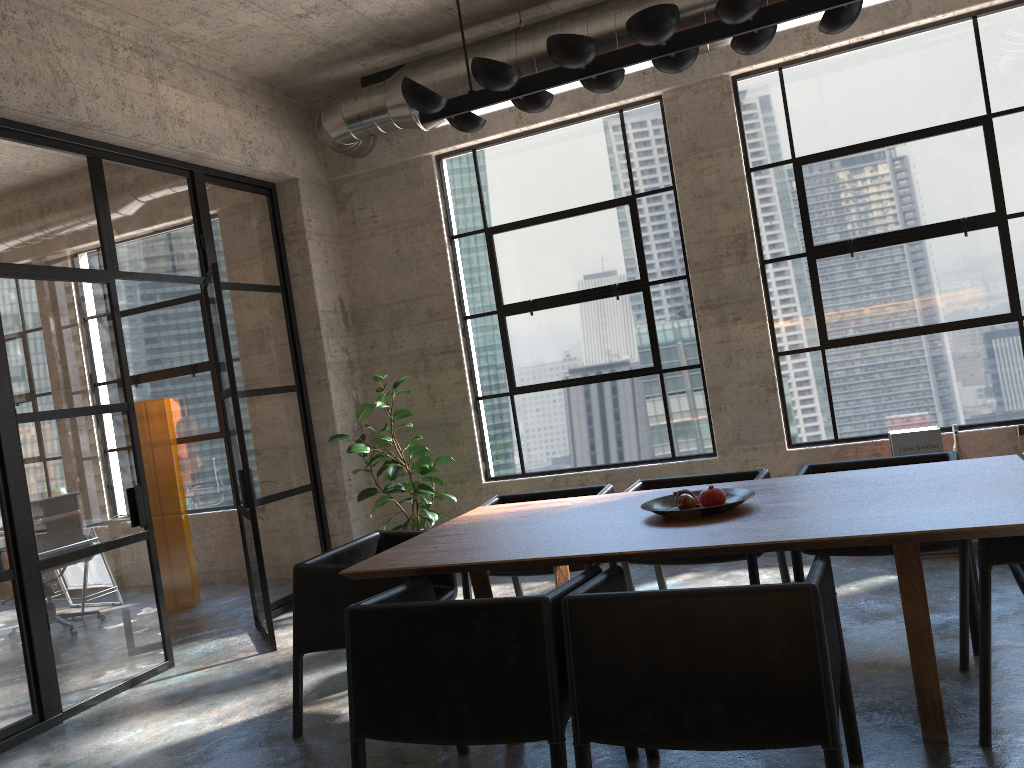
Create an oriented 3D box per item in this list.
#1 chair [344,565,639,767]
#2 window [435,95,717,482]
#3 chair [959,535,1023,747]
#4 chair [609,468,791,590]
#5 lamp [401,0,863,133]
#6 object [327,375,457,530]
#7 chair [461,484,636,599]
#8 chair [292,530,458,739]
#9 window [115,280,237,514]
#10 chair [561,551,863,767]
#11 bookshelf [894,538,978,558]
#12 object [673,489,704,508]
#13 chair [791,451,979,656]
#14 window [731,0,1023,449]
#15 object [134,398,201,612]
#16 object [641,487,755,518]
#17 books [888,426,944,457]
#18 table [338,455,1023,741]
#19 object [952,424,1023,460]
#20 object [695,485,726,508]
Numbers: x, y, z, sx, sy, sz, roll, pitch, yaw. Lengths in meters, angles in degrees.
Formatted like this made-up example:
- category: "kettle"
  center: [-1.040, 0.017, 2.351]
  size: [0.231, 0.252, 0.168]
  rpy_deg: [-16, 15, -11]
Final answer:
- category: "chair"
  center: [-0.070, 1.003, 2.883]
  size: [0.707, 0.738, 0.754]
  rpy_deg: [-9, 0, 22]
- category: "window"
  center: [-2.377, -0.198, 7.629]
  size: [7.902, 2.530, 0.081]
  rpy_deg: [-9, 0, 22]
- category: "chair"
  center: [1.889, 0.702, 2.966]
  size: [0.754, 0.738, 0.707]
  rpy_deg: [-9, 0, 22]
- category: "chair"
  center: [0.921, 0.845, 4.360]
  size: [0.707, 0.738, 0.754]
  rpy_deg: [-9, 0, 27]
- category: "lamp"
  center: [0.349, -1.856, 3.433]
  size: [1.813, 1.327, 0.583]
  rpy_deg: [-9, 0, 22]
- category: "object"
  center: [-0.795, 0.697, 6.387]
  size: [0.886, 1.552, 0.514]
  rpy_deg: [-9, 0, 19]
- category: "chair"
  center: [0.188, 0.956, 4.641]
  size: [0.707, 0.738, 0.754]
  rpy_deg: [-9, 0, 22]
- category: "chair"
  center: [-0.518, 1.068, 3.947]
  size: [0.754, 0.738, 0.707]
  rpy_deg: [-9, 0, 22]
- category: "window"
  center: [-3.126, -0.084, 7.937]
  size: [1.780, 2.530, 0.081]
  rpy_deg: [-9, 0, 22]
- category: "chair"
  center: [0.599, 0.902, 2.598]
  size: [0.707, 0.738, 0.754]
  rpy_deg: [-9, 0, 22]
- category: "bookshelf"
  center: [2.994, 0.719, 5.013]
  size: [1.600, 0.347, 0.350]
  rpy_deg: [-9, 0, 22]
- category: "object"
  center: [0.678, 0.445, 3.448]
  size: [0.088, 0.082, 0.110]
  rpy_deg: [-9, 0, -28]
- category: "chair"
  center: [1.676, 0.730, 3.995]
  size: [0.707, 0.738, 0.754]
  rpy_deg: [-9, 0, 27]
- category: "window"
  center: [2.481, -0.937, 5.631]
  size: [1.780, 2.530, 0.081]
  rpy_deg: [-9, 0, 22]
- category: "object"
  center: [-2.754, 0.942, 6.967]
  size: [0.342, 1.640, 0.304]
  rpy_deg: [-9, 0, -18]
- category: "object"
  center: [0.712, 0.448, 3.404]
  size: [0.435, 0.079, 0.435]
  rpy_deg: [-9, 0, -31]
- category: "books"
  center: [2.399, 0.450, 5.240]
  size: [0.277, 0.362, 0.191]
  rpy_deg: [-9, 0, 22]
- category: "table"
  center: [0.757, 0.864, 3.436]
  size: [2.410, 0.756, 1.299]
  rpy_deg: [-9, 0, 22]
- category: "object"
  center: [2.889, 0.374, 5.050]
  size: [0.703, 0.365, 0.199]
  rpy_deg: [-9, 0, 33]
- category: "object"
  center: [0.734, 0.431, 3.404]
  size: [0.100, 0.097, 0.219]
  rpy_deg: [-9, 0, -24]
